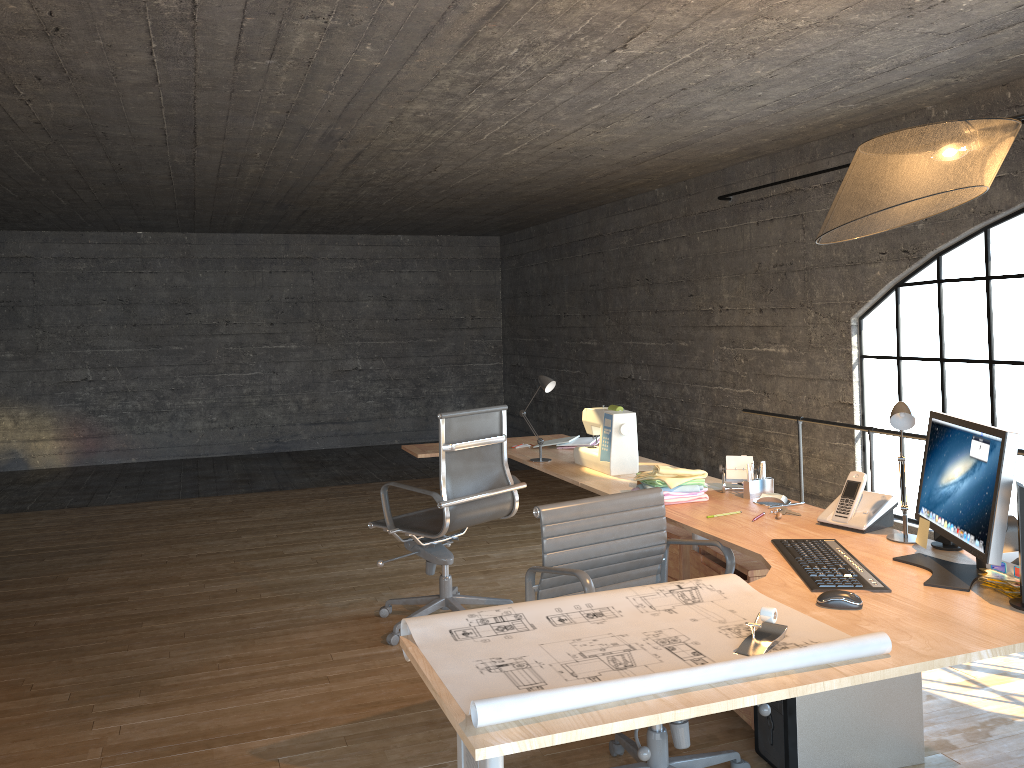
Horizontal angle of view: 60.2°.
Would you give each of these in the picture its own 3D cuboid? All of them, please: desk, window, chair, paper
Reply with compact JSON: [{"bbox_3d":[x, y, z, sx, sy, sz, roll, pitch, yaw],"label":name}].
[{"bbox_3d":[0.156,0.804,3.288,1.636,0.739,3.512,-2,4,-19],"label":"desk"},{"bbox_3d":[1.727,0.142,1.631,3.183,1.871,6.961,0,4,30],"label":"window"},{"bbox_3d":[0.438,0.788,2.558,0.654,0.860,0.684,-2,1,-33],"label":"chair"},{"bbox_3d":[-0.338,0.617,4.121,0.684,1.017,0.653,-1,0,40],"label":"chair"},{"bbox_3d":[1.126,0.407,2.425,0.019,0.074,0.078,-1,1,5],"label":"paper"},{"bbox_3d":[0.247,0.548,1.858,0.852,0.114,0.582,-3,4,-20],"label":"paper"}]

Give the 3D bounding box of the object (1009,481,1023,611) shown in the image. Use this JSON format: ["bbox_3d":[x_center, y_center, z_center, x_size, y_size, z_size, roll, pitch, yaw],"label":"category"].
[{"bbox_3d":[1.164,0.364,1.991,0.085,0.278,0.084,-1,-1,-18],"label":"object"}]

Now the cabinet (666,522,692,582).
[{"bbox_3d":[0.774,0.849,3.609,0.427,0.573,0.425,-2,1,-22],"label":"cabinet"}]

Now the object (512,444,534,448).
[{"bbox_3d":[0.049,0.329,4.719,0.142,0.013,0.128,-3,4,-17],"label":"object"}]

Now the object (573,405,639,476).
[{"bbox_3d":[0.416,0.237,3.975,0.137,0.284,0.403,-1,2,-20],"label":"object"}]

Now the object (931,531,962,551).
[{"bbox_3d":[1.232,0.326,2.508,0.085,0.278,0.085,-2,-1,24],"label":"object"}]

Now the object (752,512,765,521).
[{"bbox_3d":[0.815,0.440,2.924,0.012,0.009,0.126,0,4,33],"label":"object"}]

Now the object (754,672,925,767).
[{"bbox_3d":[1.027,0.980,2.791,0.480,0.412,0.200,-2,0,-15],"label":"object"}]

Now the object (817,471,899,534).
[{"bbox_3d":[1.095,0.365,2.800,0.190,0.165,0.169,-2,2,-35],"label":"object"}]

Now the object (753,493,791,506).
[{"bbox_3d":[0.932,0.411,3.166,0.132,0.026,0.132,-3,4,-20],"label":"object"}]

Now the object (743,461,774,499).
[{"bbox_3d":[0.912,0.353,3.271,0.133,0.129,0.039,-2,-1,-24],"label":"object"}]

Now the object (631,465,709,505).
[{"bbox_3d":[0.585,0.359,3.285,0.255,0.130,0.253,-2,3,-17],"label":"object"}]

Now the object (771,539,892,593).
[{"bbox_3d":[0.839,0.479,2.366,0.187,0.011,0.491,-1,4,5],"label":"object"}]

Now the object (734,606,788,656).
[{"bbox_3d":[0.509,0.500,1.803,0.053,0.064,0.159,-1,3,37],"label":"object"}]

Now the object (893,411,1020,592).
[{"bbox_3d":[1.157,0.289,2.268,0.285,0.391,0.470,-1,2,5],"label":"object"}]

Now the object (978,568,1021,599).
[{"bbox_3d":[1.233,0.474,2.112,0.204,0.036,0.204,-3,4,-22],"label":"object"}]

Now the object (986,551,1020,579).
[{"bbox_3d":[1.254,0.439,2.120,0.144,0.032,0.152,-2,4,-15],"label":"object"}]

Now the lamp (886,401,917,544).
[{"bbox_3d":[1.167,0.253,2.623,0.105,0.410,0.207,-2,-1,38],"label":"lamp"}]

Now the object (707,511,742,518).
[{"bbox_3d":[0.715,0.440,2.973,0.147,0.007,0.008,-3,2,-27],"label":"object"}]

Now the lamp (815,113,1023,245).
[{"bbox_3d":[3.421,0.313,0.668,6.233,1.936,0.386,1,0,35],"label":"lamp"}]

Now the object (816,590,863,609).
[{"bbox_3d":[0.753,0.493,2.031,0.101,0.034,0.059,0,3,15],"label":"object"}]

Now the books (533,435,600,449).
[{"bbox_3d":[0.304,0.306,4.724,0.317,0.044,0.308,0,4,15],"label":"books"}]

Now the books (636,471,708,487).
[{"bbox_3d":[0.644,0.377,3.547,0.290,0.054,0.261,0,4,21],"label":"books"}]

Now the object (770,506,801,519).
[{"bbox_3d":[0.914,0.429,2.950,0.097,0.024,0.107,-2,4,-6],"label":"object"}]

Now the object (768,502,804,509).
[{"bbox_3d":[0.963,0.424,3.089,0.158,0.011,0.011,-3,2,-23],"label":"object"}]

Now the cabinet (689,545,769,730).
[{"bbox_3d":[0.929,0.880,3.114,0.472,0.573,0.425,-1,1,-12],"label":"cabinet"}]

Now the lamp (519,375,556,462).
[{"bbox_3d":[0.125,0.162,4.247,0.105,0.410,0.207,-1,-1,-33],"label":"lamp"}]

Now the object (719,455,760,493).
[{"bbox_3d":[0.871,0.344,3.372,0.154,0.136,0.099,-1,1,15],"label":"object"}]
